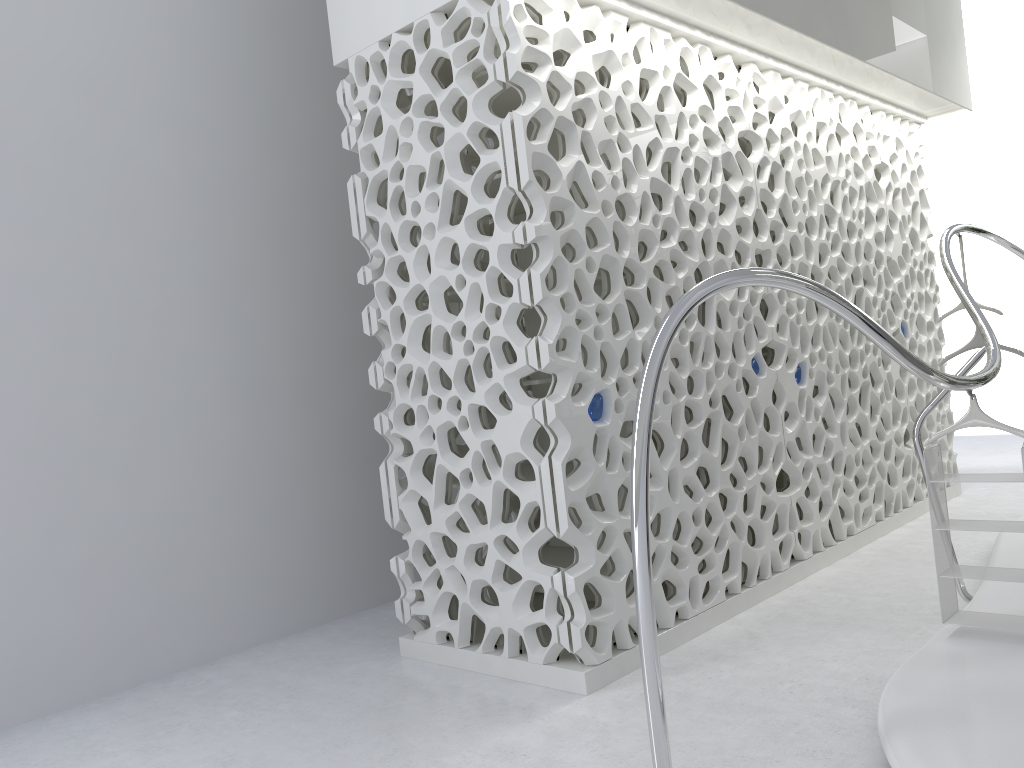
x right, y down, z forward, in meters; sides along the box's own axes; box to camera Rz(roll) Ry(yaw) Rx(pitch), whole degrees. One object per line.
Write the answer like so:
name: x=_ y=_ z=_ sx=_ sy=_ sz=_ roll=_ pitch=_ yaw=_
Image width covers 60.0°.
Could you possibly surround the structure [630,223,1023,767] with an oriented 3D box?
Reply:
structure: x=4.062 y=-0.129 z=3.118 sx=5.433 sy=2.080 sz=5.250 roll=-6 pitch=0 yaw=39
